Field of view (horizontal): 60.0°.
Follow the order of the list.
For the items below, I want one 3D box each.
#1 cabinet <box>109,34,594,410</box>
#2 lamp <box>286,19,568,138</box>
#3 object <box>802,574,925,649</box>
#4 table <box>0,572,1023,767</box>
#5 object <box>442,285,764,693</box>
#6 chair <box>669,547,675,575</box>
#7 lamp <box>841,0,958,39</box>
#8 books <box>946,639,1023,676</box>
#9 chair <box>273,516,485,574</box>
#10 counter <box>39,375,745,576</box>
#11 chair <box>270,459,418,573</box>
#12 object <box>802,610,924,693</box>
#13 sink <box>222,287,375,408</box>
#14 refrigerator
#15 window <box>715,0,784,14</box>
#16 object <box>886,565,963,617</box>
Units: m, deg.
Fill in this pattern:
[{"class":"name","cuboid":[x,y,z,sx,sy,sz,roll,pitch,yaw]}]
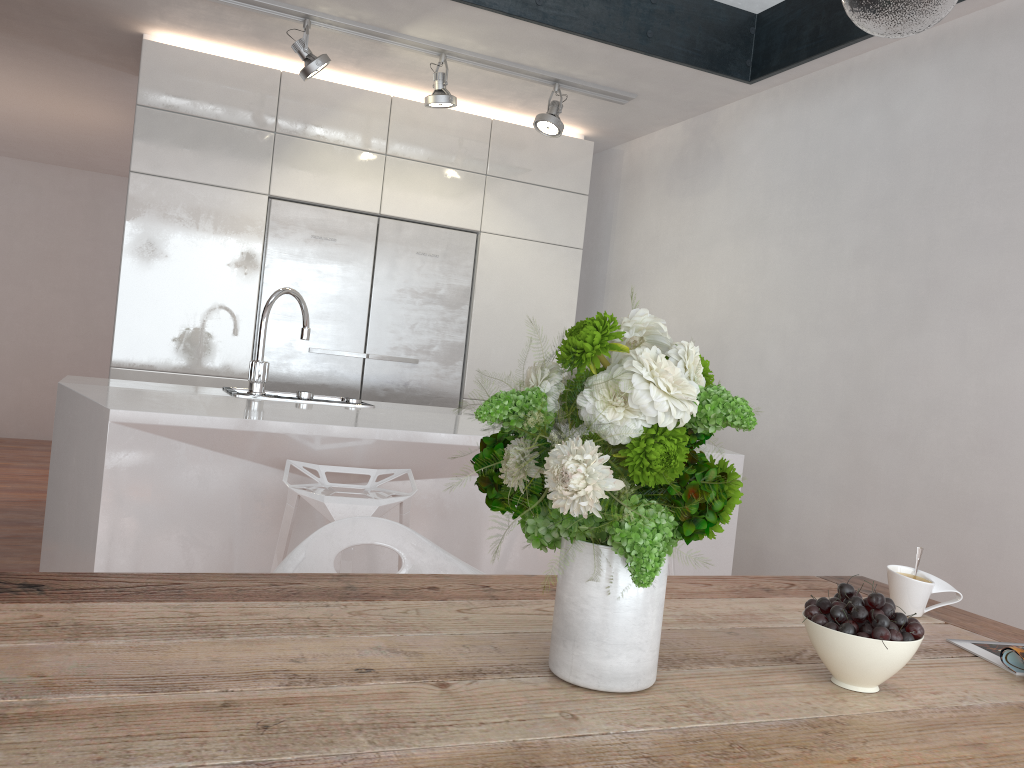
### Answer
[{"class":"cabinet","cuboid":[-0.934,-0.340,5.049,2.404,2.506,0.946,6,1,-24]},{"class":"lamp","cuboid":[-0.350,-1.363,3.992,1.324,0.254,0.154,6,1,-24]},{"class":"object","cuboid":[0.451,0.298,1.141,0.159,0.095,0.141,5,1,-38]},{"class":"table","cuboid":[0.028,0.713,1.069,1.910,0.735,0.969,6,1,-24]},{"class":"object","cuboid":[0.104,0.112,1.091,0.371,0.476,0.432,6,1,18]},{"class":"chair","cuboid":[0.368,0.709,2.770,0.428,0.765,0.492,6,1,21]},{"class":"lamp","cuboid":[0.543,-0.633,1.217,0.372,0.306,0.372,7,1,28]},{"class":"books","cuboid":[0.823,0.408,1.303,0.218,0.035,0.267,6,1,-9]},{"class":"chair","cuboid":[-0.248,0.681,1.877,0.577,0.710,0.505,5,1,-34]},{"class":"counter","cuboid":[-0.424,0.548,3.236,2.289,0.903,0.956,6,1,-24]},{"class":"chair","cuboid":[-0.483,0.623,2.472,0.492,0.765,0.428,6,1,-14]},{"class":"object","cuboid":[0.446,0.347,1.142,0.146,0.079,0.146,6,1,-15]},{"class":"sink","cuboid":[-0.792,-0.063,3.310,0.492,0.570,0.459,6,1,-24]},{"class":"refrigerator","cuboid":[-0.789,0.025,4.637,1.119,1.811,0.142,6,1,-24]},{"class":"window","cuboid":[0.186,-1.738,2.792,2.700,0.035,1.546,6,1,-24]},{"class":"object","cuboid":[0.726,0.371,1.582,0.127,0.078,0.082,6,1,-19]}]
